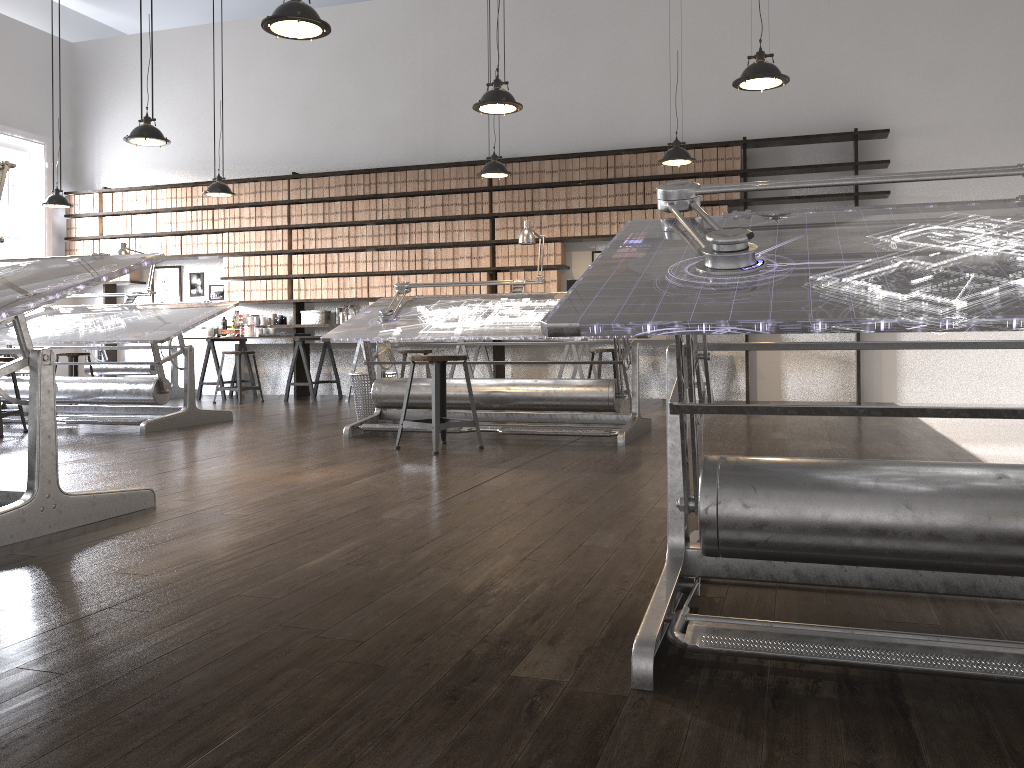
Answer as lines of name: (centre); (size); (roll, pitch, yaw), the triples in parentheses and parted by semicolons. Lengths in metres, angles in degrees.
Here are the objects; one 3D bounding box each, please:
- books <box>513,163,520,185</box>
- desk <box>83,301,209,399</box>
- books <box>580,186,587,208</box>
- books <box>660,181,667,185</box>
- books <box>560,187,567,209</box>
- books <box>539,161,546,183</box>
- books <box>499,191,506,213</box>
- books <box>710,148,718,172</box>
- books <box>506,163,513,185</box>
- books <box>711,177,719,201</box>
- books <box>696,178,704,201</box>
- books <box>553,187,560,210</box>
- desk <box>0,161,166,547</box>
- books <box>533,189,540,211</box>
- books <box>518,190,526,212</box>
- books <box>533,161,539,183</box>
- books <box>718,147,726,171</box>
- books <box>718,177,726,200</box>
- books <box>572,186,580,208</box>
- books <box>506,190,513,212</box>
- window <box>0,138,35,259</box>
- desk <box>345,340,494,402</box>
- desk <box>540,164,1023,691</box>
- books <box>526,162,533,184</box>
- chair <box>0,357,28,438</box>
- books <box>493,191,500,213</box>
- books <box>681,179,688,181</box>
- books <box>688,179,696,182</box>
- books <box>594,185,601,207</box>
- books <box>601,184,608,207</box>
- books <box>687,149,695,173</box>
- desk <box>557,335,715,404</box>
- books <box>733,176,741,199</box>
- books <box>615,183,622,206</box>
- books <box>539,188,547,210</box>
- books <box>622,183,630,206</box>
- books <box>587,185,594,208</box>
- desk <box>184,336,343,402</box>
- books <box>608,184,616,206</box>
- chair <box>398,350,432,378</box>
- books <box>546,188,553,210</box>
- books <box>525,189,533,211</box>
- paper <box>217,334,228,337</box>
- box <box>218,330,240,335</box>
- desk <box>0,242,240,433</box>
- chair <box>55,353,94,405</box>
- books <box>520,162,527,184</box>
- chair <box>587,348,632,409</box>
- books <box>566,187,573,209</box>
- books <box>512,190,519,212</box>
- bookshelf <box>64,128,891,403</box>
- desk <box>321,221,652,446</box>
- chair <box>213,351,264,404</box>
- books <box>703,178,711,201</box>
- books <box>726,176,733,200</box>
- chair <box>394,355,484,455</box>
books: (0.067, -2.119, 8.991); (0.066, 0.225, 0.174); (-1, 1, 18)
desk: (-4.162, -0.393, 9.927); (1.268, 1.098, 1.072); (0, 1, 18)
books: (0.723, -1.838, 8.778); (0.067, 0.226, 0.174); (-1, 1, 18)
books: (1.471, -1.834, 8.541); (0.066, 0.225, 0.174); (-1, 1, 18)
books: (0.530, -1.839, 8.839); (0.067, 0.226, 0.174); (-1, 1, 18)
books: (0.330, -2.118, 8.909); (0.066, 0.225, 0.174); (-1, 1, 18)
books: (-0.070, -1.842, 9.033); (0.066, 0.225, 0.174); (-1, 1, 18)
books: (1.917, -2.108, 8.395); (0.066, 0.225, 0.174); (-1, 1, 18)
books: (0.001, -2.120, 9.017); (0.066, 0.225, 0.174); (-1, 1, 18)
books: (1.928, -1.831, 8.394); (0.066, 0.225, 0.174); (-1, 1, 18)
books: (1.793, -1.832, 8.432); (0.067, 0.226, 0.174); (-1, 1, 18)
books: (0.467, -1.840, 8.866); (0.066, 0.225, 0.174); (-1, 1, 18)
desk: (-2.283, -0.224, 3.087); (2.068, 1.387, 1.077); (0, 1, 18)
books: (0.265, -1.841, 8.932); (0.066, 0.225, 0.174); (-1, 1, 18)
books: (0.123, -1.842, 8.977); (0.066, 0.225, 0.174); (-1, 1, 18)
books: (0.265, -2.118, 8.925); (0.067, 0.226, 0.174); (-1, 1, 18)
books: (1.989, -2.108, 8.373); (0.066, 0.225, 0.174); (-1, 1, 18)
books: (1.992, -1.830, 8.366); (0.067, 0.226, 0.174); (-1, 1, 18)
books: (0.654, -1.838, 8.802); (0.066, 0.225, 0.174); (-1, 1, 18)
books: (-0.001, -1.842, 9.011); (0.067, 0.226, 0.174); (-1, 1, 18)
window: (-5.814, -1.612, 9.838); (0.153, 2.310, 1.245); (-1, 0, 18)
desk: (-0.917, -0.157, 8.910); (1.668, 0.669, 0.656); (0, 1, 18)
desk: (1.193, -0.193, 1.740); (2.068, 1.387, 1.077); (0, 1, 18)
books: (0.203, -2.118, 8.951); (0.066, 0.225, 0.174); (-1, 1, 18)
chair: (-3.480, 0.088, 5.885); (0.358, 0.528, 0.372); (-1, 1, -4)
books: (-0.138, -1.843, 9.058); (0.066, 0.225, 0.174); (-1, 1, 18)
books: (1.665, -1.833, 8.477); (0.066, 0.225, 0.174); (-1, 1, 18)
books: (1.725, -1.832, 8.456); (0.066, 0.225, 0.174); (-1, 1, 18)
books: (0.858, -1.837, 8.741); (0.066, 0.225, 0.174); (-1, 1, 18)
books: (0.923, -1.837, 8.715); (0.066, 0.225, 0.174); (-1, 1, 18)
books: (1.719, -2.109, 8.458); (0.066, 0.225, 0.174); (-1, 1, 18)
desk: (1.120, -0.145, 8.251); (1.668, 0.669, 0.656); (0, 1, 18)
books: (2.117, -1.830, 8.329); (0.066, 0.225, 0.174); (-1, 1, 18)
books: (1.059, -1.836, 8.668); (0.067, 0.226, 0.174); (-1, 1, 18)
books: (0.331, -1.840, 8.905); (0.066, 0.225, 0.174); (-1, 1, 18)
books: (1.121, -1.836, 8.652); (0.066, 0.225, 0.174); (-1, 1, 18)
books: (0.791, -1.838, 8.760); (0.066, 0.225, 0.174); (-1, 1, 18)
desk: (-2.595, -0.167, 9.453); (1.668, 0.669, 0.656); (0, 1, 18)
books: (0.991, -1.836, 8.690); (0.066, 0.225, 0.174); (-1, 1, 18)
chair: (-0.901, -0.053, 8.260); (0.372, 0.528, 0.358); (-1, 1, -9)
books: (0.400, -1.840, 8.887); (0.066, 0.225, 0.174); (-1, 1, 18)
books: (0.192, -1.841, 8.949); (0.067, 0.226, 0.174); (-1, 1, 18)
paper: (-3.126, -0.522, 9.577); (0.155, 0.038, 0.137); (0, 3, 3)
box: (-3.094, -0.555, 9.729); (0.212, 0.083, 0.138); (0, 2, 18)
desk: (-3.243, -0.392, 6.747); (2.279, 1.387, 1.077); (0, 1, 18)
chair: (-4.440, -0.052, 8.962); (0.371, 0.528, 0.358); (0, 1, 26)
books: (0.136, -2.119, 8.973); (0.066, 0.225, 0.174); (-1, 1, 18)
chair: (0.831, -0.044, 7.728); (0.358, 0.528, 0.372); (-1, 1, -14)
books: (0.595, -1.839, 8.823); (0.066, 0.225, 0.174); (-1, 1, 18)
books: (0.060, -1.842, 8.995); (0.066, 0.225, 0.174); (-1, 1, 18)
bookshelf: (-0.952, -0.733, 9.411); (9.175, 3.208, 0.373); (0, 0, 18)
desk: (-0.054, -0.374, 5.715); (2.068, 1.387, 1.077); (0, 1, 18)
chair: (-2.757, -0.067, 8.934); (0.371, 0.528, 0.358); (0, 1, 26)
books: (1.861, -1.831, 8.414); (0.066, 0.225, 0.174); (-1, 1, 18)
books: (2.057, -1.830, 8.350); (0.066, 0.225, 0.174); (-1, 1, 18)
chair: (-0.403, 0.105, 4.898); (0.358, 0.528, 0.371); (-1, 1, -44)
